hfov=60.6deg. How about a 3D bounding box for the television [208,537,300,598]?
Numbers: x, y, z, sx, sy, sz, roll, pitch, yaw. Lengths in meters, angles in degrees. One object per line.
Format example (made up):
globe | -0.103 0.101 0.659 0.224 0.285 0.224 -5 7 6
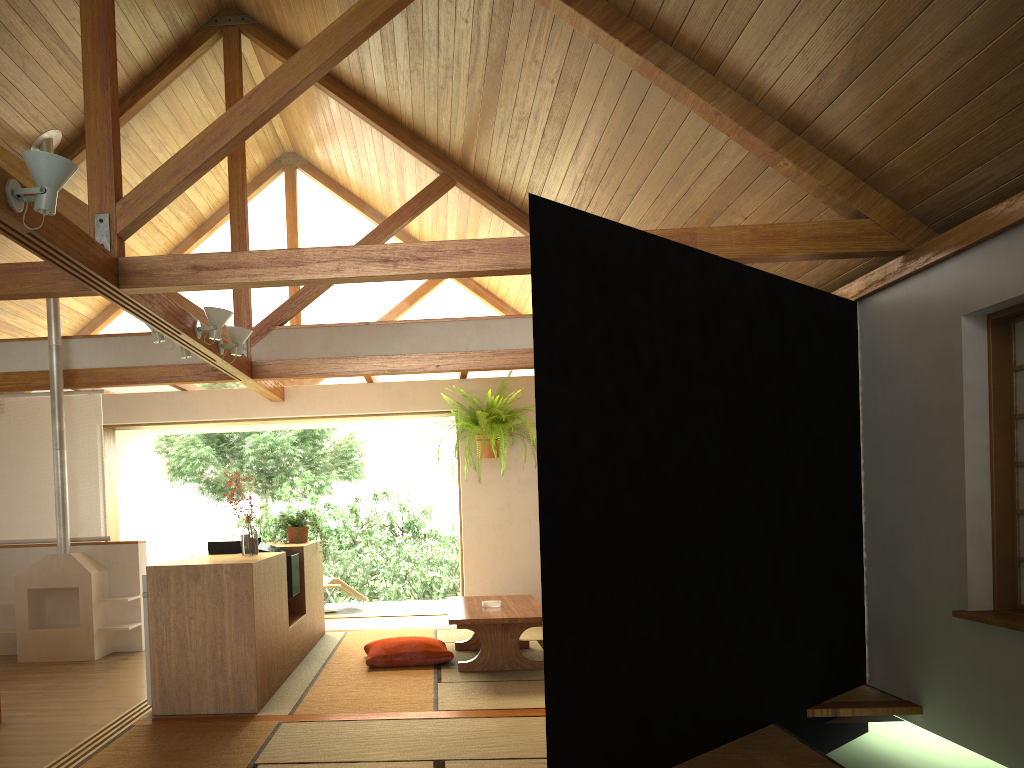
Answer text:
television | -1.629 1.260 5.619 0.491 0.538 0.644 -2 -4 -2

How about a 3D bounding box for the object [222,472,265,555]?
object | -1.558 0.734 5.017 0.241 0.499 0.222 -2 0 5

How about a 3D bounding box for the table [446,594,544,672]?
table | -0.107 1.574 5.551 0.601 0.335 1.213 -2 -7 -4

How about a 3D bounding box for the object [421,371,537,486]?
object | -0.186 0.439 8.123 1.260 1.127 1.075 -2 -3 -7

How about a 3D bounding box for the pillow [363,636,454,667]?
pillow | -0.669 1.699 5.605 0.550 0.148 0.574 -1 -7 -7

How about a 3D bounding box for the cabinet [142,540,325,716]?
cabinet | -1.654 1.436 5.624 0.555 0.734 2.674 -2 -7 -5

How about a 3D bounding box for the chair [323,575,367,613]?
chair | -2.190 2.089 9.233 1.175 0.626 0.848 1 -5 -25

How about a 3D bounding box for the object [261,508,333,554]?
object | -1.667 1.130 6.643 0.537 0.376 0.532 2 -6 -40

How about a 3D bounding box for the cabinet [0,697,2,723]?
cabinet | -4.124 1.389 4.365 2.798 0.880 0.838 -2 -3 2

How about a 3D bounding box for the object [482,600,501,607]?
object | -0.127 1.388 5.527 0.113 0.030 0.127 2 -8 -27
